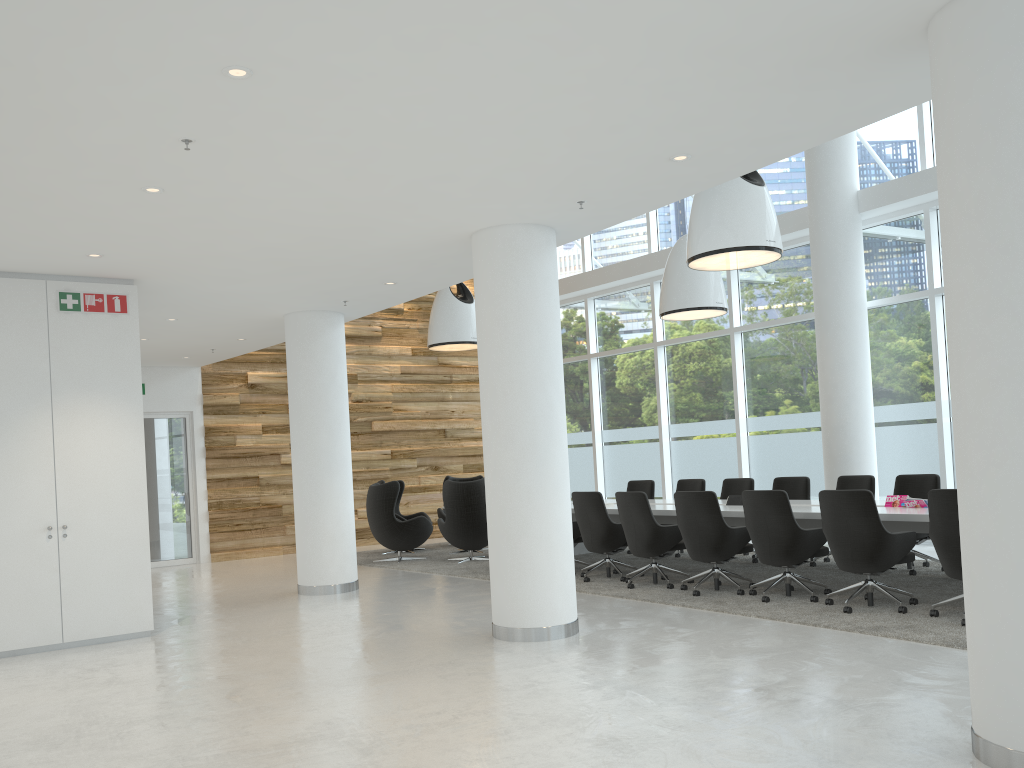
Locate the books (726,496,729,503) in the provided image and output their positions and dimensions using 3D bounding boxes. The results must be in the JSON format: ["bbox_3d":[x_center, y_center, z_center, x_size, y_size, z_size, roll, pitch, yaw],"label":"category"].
[{"bbox_3d":[2.427,1.327,9.496,0.158,0.241,0.353,-2,-4,-36],"label":"books"}]

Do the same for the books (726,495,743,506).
[{"bbox_3d":[2.424,1.307,9.472,0.139,0.229,0.358,-2,-4,-36],"label":"books"}]

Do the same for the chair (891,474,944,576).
[{"bbox_3d":[3.997,1.409,8.967,0.673,0.965,0.687,-2,-3,-37],"label":"chair"}]

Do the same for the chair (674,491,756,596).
[{"bbox_3d":[1.889,1.470,8.316,0.673,0.965,0.687,-1,-3,-41],"label":"chair"}]

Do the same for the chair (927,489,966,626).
[{"bbox_3d":[3.374,1.222,6.399,0.673,0.965,0.687,-1,-3,-41],"label":"chair"}]

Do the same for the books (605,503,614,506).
[{"bbox_3d":[1.077,1.462,10.771,0.224,0.026,0.264,-1,-5,-26],"label":"books"}]

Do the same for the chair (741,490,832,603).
[{"bbox_3d":[2.390,1.395,7.770,0.673,0.965,0.687,-2,-3,-37],"label":"chair"}]

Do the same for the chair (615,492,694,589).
[{"bbox_3d":[1.412,1.550,8.938,0.673,0.965,0.688,-2,-3,-32],"label":"chair"}]

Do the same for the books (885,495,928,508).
[{"bbox_3d":[3.528,1.134,7.896,0.230,0.274,0.599,-2,-4,-16],"label":"books"}]

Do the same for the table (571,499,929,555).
[{"bbox_3d":[2.522,1.636,9.288,1.499,0.738,6.579,0,-6,-36],"label":"table"}]

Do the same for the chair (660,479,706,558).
[{"bbox_3d":[2.179,1.726,11.470,0.673,0.965,0.687,-2,-3,-37],"label":"chair"}]

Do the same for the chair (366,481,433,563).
[{"bbox_3d":[-1.599,1.948,12.665,0.917,1.150,0.916,-6,-3,44],"label":"chair"}]

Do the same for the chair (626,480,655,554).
[{"bbox_3d":[1.637,1.816,12.158,0.673,0.965,0.687,-1,-3,-41],"label":"chair"}]

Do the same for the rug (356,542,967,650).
[{"bbox_3d":[2.219,2.039,9.465,3.936,0.010,13.495,0,-6,-36],"label":"rug"}]

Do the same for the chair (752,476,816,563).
[{"bbox_3d":[3.122,1.567,10.241,0.673,0.965,0.687,-1,-3,-41],"label":"chair"}]

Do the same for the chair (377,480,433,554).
[{"bbox_3d":[-1.716,2.055,13.831,0.918,1.150,0.915,-4,-3,14],"label":"chair"}]

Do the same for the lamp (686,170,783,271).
[{"bbox_3d":[1.974,-2.964,8.310,0.884,3.641,0.885,-3,-1,9],"label":"lamp"}]

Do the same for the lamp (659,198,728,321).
[{"bbox_3d":[2.247,-2.703,11.503,0.884,3.641,0.885,-3,-1,7],"label":"lamp"}]

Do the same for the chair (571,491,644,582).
[{"bbox_3d":[1.014,1.629,9.589,0.673,0.965,0.687,-2,-3,-37],"label":"chair"}]

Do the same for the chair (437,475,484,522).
[{"bbox_3d":[-0.777,2.062,14.521,0.913,1.150,0.920,-2,-3,-16],"label":"chair"}]

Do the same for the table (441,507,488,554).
[{"bbox_3d":[-0.643,2.176,13.339,0.798,0.695,0.802,-3,-3,-12],"label":"table"}]

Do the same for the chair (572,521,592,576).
[{"bbox_3d":[0.524,1.712,10.245,0.673,0.965,0.687,-2,-3,-37],"label":"chair"}]

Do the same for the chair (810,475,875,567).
[{"bbox_3d":[3.600,1.487,9.619,0.673,0.965,0.688,-2,-3,-32],"label":"chair"}]

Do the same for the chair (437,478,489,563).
[{"bbox_3d":[-0.558,1.850,12.201,0.913,1.150,0.920,-2,-3,-16],"label":"chair"}]

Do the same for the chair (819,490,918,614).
[{"bbox_3d":[2.832,1.311,7.087,0.673,0.965,0.687,-2,-3,-37],"label":"chair"}]

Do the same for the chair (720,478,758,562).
[{"bbox_3d":[2.622,1.642,10.787,0.673,0.965,0.687,-2,-3,-37],"label":"chair"}]

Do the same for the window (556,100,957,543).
[{"bbox_3d":[-14.023,-0.700,2.931,62.904,6.130,30.907,-4,-5,4],"label":"window"}]

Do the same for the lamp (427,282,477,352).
[{"bbox_3d":[-0.934,-2.363,13.391,0.884,3.641,0.885,-3,-1,2],"label":"lamp"}]

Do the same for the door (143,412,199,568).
[{"bbox_3d":[-5.761,1.633,13.530,1.803,2.397,0.132,-2,-2,-34],"label":"door"}]
